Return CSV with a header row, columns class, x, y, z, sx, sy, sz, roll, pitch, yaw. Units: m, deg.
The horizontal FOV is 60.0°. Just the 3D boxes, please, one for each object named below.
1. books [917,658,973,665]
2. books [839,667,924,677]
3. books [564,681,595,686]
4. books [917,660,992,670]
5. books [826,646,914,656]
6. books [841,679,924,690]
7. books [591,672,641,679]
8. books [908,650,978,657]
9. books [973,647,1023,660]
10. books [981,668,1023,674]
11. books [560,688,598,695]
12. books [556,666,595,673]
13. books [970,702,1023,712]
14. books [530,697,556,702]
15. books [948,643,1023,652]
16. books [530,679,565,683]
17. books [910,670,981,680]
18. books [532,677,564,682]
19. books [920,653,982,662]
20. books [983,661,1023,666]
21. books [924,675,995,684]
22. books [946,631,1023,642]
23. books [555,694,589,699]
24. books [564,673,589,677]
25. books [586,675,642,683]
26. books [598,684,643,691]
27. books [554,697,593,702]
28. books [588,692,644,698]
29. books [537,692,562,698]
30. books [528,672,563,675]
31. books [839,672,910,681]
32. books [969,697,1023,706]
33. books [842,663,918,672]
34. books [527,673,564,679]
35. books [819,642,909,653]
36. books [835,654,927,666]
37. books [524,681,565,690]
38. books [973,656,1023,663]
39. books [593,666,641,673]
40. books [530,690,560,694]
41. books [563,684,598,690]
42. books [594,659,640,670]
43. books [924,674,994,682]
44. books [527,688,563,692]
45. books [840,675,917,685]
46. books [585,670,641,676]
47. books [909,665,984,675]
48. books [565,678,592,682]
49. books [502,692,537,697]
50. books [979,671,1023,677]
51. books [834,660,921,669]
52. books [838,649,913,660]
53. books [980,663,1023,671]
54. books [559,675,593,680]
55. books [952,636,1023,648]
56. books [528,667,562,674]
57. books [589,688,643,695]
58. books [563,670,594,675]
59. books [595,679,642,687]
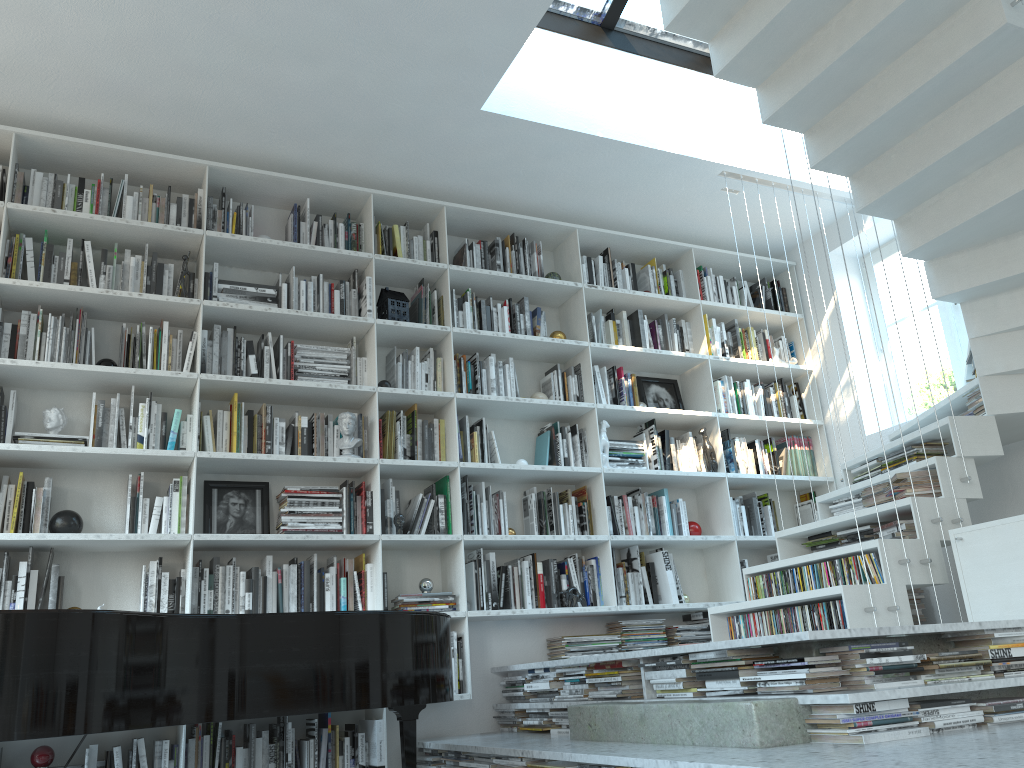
class,x,y,z,sx,sy,sz,roll,pitch,yaw
books,1.389,0.917,2.922,0.179,0.010,0.160,4,-20,-23
books,1.143,0.906,2.788,0.215,0.013,0.190,5,-21,-26
books,0.348,1.316,3.914,0.150,0.013,0.216,5,-21,-25
books,1.399,0.921,2.899,0.273,0.014,0.188,7,-22,-30
books,1.134,0.848,2.815,0.228,0.009,0.159,6,-21,-29
books,1.144,0.944,2.779,0.216,0.015,0.178,6,-21,-27
books,0.455,1.204,3.669,0.161,0.012,0.255,3,-20,-21
books,1.393,0.891,2.919,0.203,0.011,0.174,7,-22,-30
books,1.662,0.925,3.045,0.284,0.030,0.177,4,-20,-24
books,1.662,0.982,3.034,0.259,0.009,0.153,6,-21,-28
books,0.336,1.349,3.896,0.164,0.023,0.243,3,-20,-21
books,0.328,1.260,3.924,0.165,0.015,0.243,7,-21,-30
books,1.532,1.015,2.799,0.287,0.018,0.191,5,-21,-26
books,0.212,1.472,4.148,0.173,0.016,0.234,5,-21,-26
books,1.663,0.903,3.045,0.261,0.012,0.180,3,-20,-21
books,0.205,1.397,4.172,0.171,0.007,0.207,4,-20,-23
books,1.388,0.959,2.916,0.294,0.014,0.134,6,-21,-28
books,0.210,1.388,4.178,0.143,0.012,0.265,3,-20,-20
books,1.391,0.904,2.921,0.246,0.013,0.173,5,-21,-26
books,1.669,0.953,3.025,0.281,0.008,0.182,3,-20,-20
books,1.398,0.968,2.894,0.291,0.007,0.174,4,-20,-22
books,1.662,0.867,3.053,0.286,0.013,0.181,7,-22,-30
books,0.330,1.365,3.887,0.190,0.012,0.236,5,-21,-27
books,0.341,1.285,3.922,0.160,0.010,0.180,5,-21,-25
books,0.453,1.217,3.664,0.179,0.017,0.294,4,-20,-24
books,0.474,1.251,3.662,0.138,0.017,0.238,5,-21,-26
books,0.335,1.376,3.886,0.183,0.012,0.297,5,-21,-26
books,0.451,1.276,3.641,0.182,0.011,0.254,3,-20,-21
books,0.227,1.455,4.162,0.131,0.021,0.241,4,-20,-23
books,0.209,1.362,4.187,0.159,0.007,0.286,5,-21,-26
books,1.134,0.925,2.804,0.207,0.012,0.132,6,-21,-29
books,1.520,1.005,2.808,0.275,0.008,0.177,5,-21,-25
books,1.137,0.898,2.800,0.210,0.012,0.168,4,-20,-24
books,0.208,1.374,4.182,0.163,0.018,0.290,5,-21,-26
books,1.125,0.843,2.837,0.261,0.016,0.129,5,-21,-26
books,1.144,0.871,2.791,0.230,0.015,0.190,3,-20,-20
books,0.196,1.413,4.162,0.189,0.029,0.238,6,-21,-28
books,1.659,0.949,3.046,0.268,0.014,0.160,5,-21,-26
books,0.471,1.185,3.684,0.128,0.013,0.297,5,-21,-27
books,0.214,1.440,4.161,0.152,0.009,0.260,6,-21,-28
books,0.345,1.330,3.907,0.154,0.018,0.221,5,-21,-26
books,0.459,1.164,3.686,0.139,0.028,0.262,3,-20,-20
books,1.398,0.962,2.896,0.287,0.005,0.166,3,-20,-20
books,0.210,1.432,4.162,0.163,0.008,0.295,5,-21,-27
books,1.137,0.935,2.796,0.227,0.012,0.149,6,-21,-27
books,0.448,1.193,3.670,0.187,0.009,0.262,5,-21,-26
books,1.394,0.940,2.907,0.214,0.015,0.177,4,-20,-24
books,0.344,1.303,3.917,0.144,0.013,0.221,4,-20,-22
books,0.082,1.535,4.404,0.175,0.017,0.266,4,-20,-22
books,1.667,0.988,3.023,0.220,0.011,0.178,6,-21,-27
books,1.136,0.889,2.806,0.260,0.009,0.153,4,-20,-22
books,1.132,0.863,2.818,0.221,0.018,0.154,4,-20,-24
books,1.659,0.972,3.043,0.262,0.016,0.132,7,-22,-30
books,0.336,1.293,3.917,0.167,0.008,0.235,5,-21,-26
books,1.659,0.888,3.056,0.192,0.024,0.168,3,-20,-20
books,0.198,1.349,4.186,0.171,0.020,0.194,7,-21,-30
books,0.456,1.264,3.648,0.178,0.014,0.248,5,-21,-27
books,0.340,1.274,3.925,0.149,0.013,0.220,4,-20,-22
books,0.462,1.234,3.662,0.159,0.018,0.203,5,-21,-27
